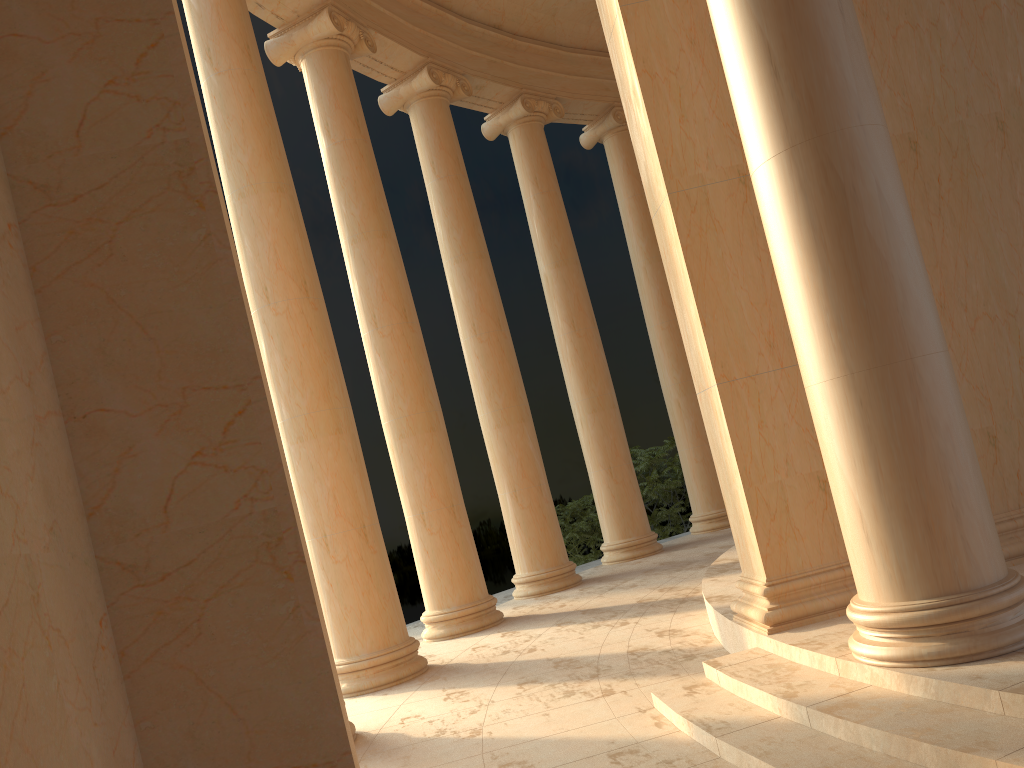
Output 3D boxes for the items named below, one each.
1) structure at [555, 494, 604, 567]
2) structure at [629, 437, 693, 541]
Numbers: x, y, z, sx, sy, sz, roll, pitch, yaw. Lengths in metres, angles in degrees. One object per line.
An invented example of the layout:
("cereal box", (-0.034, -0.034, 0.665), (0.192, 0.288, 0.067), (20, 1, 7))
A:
("structure", (113.950, 290.907, 1519.135), (149.714, 187.707, 155.784), (-15, -4, 8))
("structure", (296.056, 242.720, 1602.172), (247.060, 298.503, 238.689), (-14, -4, -1))
